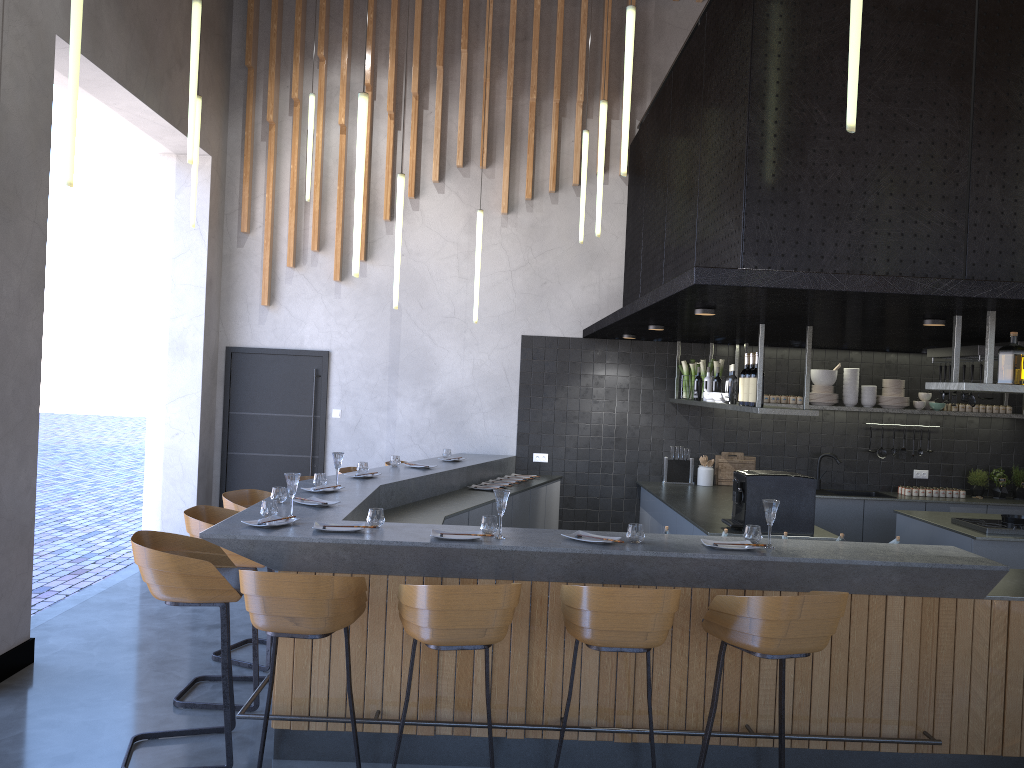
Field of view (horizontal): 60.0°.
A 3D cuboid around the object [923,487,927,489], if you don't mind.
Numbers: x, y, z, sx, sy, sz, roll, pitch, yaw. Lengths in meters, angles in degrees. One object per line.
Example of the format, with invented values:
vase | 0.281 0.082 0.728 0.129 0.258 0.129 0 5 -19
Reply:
object | 4.049 1.054 8.693 0.062 0.078 0.062 3 0 4

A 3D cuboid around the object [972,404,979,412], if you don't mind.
object | 4.491 0.236 8.603 0.062 0.078 0.062 3 0 4

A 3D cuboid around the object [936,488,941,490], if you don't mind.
object | 4.182 1.060 8.696 0.062 0.078 0.062 3 0 4

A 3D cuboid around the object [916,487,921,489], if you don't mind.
object | 3.982 1.051 8.692 0.062 0.078 0.062 3 0 4

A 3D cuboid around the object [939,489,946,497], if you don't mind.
object | 4.183 1.060 8.628 0.062 0.078 0.062 3 0 4

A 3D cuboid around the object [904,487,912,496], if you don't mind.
object | 3.849 1.045 8.621 0.062 0.078 0.062 3 0 4

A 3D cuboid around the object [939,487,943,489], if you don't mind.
object | 4.245 1.062 8.769 0.062 0.078 0.062 3 0 4

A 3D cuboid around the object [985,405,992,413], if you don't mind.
object | 4.623 0.242 8.606 0.062 0.078 0.062 3 0 4

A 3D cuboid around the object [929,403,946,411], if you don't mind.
object | 4.101 0.219 8.550 0.146 0.073 0.146 2 0 -29

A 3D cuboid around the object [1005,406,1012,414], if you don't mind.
object | 4.820 0.251 8.610 0.062 0.078 0.062 3 0 4

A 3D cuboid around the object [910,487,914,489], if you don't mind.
object | 3.916 1.048 8.691 0.062 0.078 0.062 3 0 4

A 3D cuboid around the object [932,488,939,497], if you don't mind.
object | 4.117 1.057 8.627 0.062 0.078 0.062 3 0 4

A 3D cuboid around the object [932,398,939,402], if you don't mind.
object | 4.131 0.178 8.712 0.111 0.082 0.019 3 0 9

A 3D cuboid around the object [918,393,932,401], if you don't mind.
object | 4.041 0.129 8.679 0.118 0.083 0.118 3 0 -13

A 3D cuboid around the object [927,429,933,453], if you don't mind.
object | 4.151 0.554 8.794 0.074 0.256 0.074 3 0 44

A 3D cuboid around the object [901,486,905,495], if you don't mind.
object | 3.847 1.045 8.690 0.062 0.078 0.062 3 0 4

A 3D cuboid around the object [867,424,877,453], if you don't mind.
object | 3.570 0.539 8.777 0.103 0.280 0.103 3 0 41

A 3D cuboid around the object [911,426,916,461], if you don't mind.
object | 4.001 0.600 8.831 0.033 0.363 0.024 3 0 -1

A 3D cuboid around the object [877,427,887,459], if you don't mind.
object | 3.684 0.572 8.821 0.104 0.336 0.031 3 0 -2

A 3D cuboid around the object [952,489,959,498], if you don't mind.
object | 4.314 1.066 8.630 0.062 0.078 0.062 3 0 4

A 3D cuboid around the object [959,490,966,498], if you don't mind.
object | 4.380 1.069 8.632 0.062 0.078 0.062 3 0 4

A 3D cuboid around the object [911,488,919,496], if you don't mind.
object | 3.917 1.048 8.623 0.062 0.078 0.062 3 0 4

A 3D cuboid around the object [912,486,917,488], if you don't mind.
object | 3.981 1.050 8.764 0.062 0.078 0.062 3 0 4

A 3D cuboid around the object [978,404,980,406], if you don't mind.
object | 4.556 0.239 8.673 0.062 0.078 0.062 3 0 4

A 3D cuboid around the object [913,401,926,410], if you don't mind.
object | 3.977 0.209 8.657 0.118 0.083 0.118 3 0 27

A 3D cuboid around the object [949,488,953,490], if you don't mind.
object | 4.313 1.065 8.698 0.062 0.078 0.062 3 0 4

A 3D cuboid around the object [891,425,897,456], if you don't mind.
object | 3.799 0.563 8.819 0.062 0.306 0.038 3 0 -1

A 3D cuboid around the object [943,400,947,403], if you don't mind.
object | 4.149 0.192 8.556 0.111 0.082 0.019 3 0 -1

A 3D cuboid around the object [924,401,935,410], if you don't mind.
object | 4.092 0.214 8.718 0.118 0.083 0.118 3 0 31

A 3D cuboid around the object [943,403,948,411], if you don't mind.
object | 4.287 0.226 8.740 0.062 0.078 0.062 3 0 4

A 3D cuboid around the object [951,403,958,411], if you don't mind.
object | 4.289 0.227 8.600 0.062 0.078 0.062 3 0 4

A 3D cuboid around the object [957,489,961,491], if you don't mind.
object | 4.378 1.068 8.700 0.062 0.078 0.062 3 0 4

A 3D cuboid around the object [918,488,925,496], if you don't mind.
object | 3.984 1.051 8.624 0.062 0.078 0.062 3 0 4

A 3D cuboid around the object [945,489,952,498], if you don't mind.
object | 4.248 1.063 8.629 0.062 0.078 0.062 3 0 4

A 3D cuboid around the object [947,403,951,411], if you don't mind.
object | 4.288 0.227 8.668 0.062 0.078 0.062 3 0 4

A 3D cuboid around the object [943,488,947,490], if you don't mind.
object | 4.247 1.063 8.697 0.062 0.078 0.062 3 0 4

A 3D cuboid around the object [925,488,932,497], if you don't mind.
object | 4.050 1.054 8.625 0.062 0.078 0.062 3 0 4

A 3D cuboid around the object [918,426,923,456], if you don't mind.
object | 4.075 0.571 8.840 0.035 0.298 0.032 3 0 41

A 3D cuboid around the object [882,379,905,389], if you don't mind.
object | 3.732 0.009 8.675 0.204 0.106 0.204 2 0 -35

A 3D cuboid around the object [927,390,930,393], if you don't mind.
object | 4.044 0.092 8.642 0.019 0.082 0.111 3 0 -1

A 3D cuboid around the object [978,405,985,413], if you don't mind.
object | 4.558 0.239 8.605 0.062 0.078 0.062 3 0 4

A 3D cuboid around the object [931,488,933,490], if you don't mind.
object | 4.116 1.057 8.695 0.062 0.078 0.062 3 0 4

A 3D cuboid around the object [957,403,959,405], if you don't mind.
object | 4.357 0.230 8.669 0.062 0.078 0.062 3 0 4

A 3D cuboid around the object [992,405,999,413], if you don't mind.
object | 4.689 0.245 8.607 0.062 0.078 0.062 3 0 4

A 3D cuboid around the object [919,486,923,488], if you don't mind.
object | 4.047 1.053 8.765 0.062 0.078 0.062 3 0 4

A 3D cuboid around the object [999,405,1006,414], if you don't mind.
object | 4.755 0.248 8.608 0.062 0.078 0.062 3 0 4

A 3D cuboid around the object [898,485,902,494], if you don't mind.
object | 3.846 1.044 8.762 0.062 0.078 0.062 3 0 4

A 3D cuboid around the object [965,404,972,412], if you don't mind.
object | 4.424 0.233 8.602 0.062 0.078 0.062 3 0 4

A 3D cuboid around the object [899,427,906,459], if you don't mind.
object | 3.903 0.582 8.829 0.068 0.337 0.024 3 0 -1

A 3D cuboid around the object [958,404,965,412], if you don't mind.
object | 4.358 0.230 8.601 0.062 0.078 0.062 3 0 4

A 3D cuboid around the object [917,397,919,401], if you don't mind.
object | 3.955 0.171 8.627 0.019 0.082 0.111 3 0 39
